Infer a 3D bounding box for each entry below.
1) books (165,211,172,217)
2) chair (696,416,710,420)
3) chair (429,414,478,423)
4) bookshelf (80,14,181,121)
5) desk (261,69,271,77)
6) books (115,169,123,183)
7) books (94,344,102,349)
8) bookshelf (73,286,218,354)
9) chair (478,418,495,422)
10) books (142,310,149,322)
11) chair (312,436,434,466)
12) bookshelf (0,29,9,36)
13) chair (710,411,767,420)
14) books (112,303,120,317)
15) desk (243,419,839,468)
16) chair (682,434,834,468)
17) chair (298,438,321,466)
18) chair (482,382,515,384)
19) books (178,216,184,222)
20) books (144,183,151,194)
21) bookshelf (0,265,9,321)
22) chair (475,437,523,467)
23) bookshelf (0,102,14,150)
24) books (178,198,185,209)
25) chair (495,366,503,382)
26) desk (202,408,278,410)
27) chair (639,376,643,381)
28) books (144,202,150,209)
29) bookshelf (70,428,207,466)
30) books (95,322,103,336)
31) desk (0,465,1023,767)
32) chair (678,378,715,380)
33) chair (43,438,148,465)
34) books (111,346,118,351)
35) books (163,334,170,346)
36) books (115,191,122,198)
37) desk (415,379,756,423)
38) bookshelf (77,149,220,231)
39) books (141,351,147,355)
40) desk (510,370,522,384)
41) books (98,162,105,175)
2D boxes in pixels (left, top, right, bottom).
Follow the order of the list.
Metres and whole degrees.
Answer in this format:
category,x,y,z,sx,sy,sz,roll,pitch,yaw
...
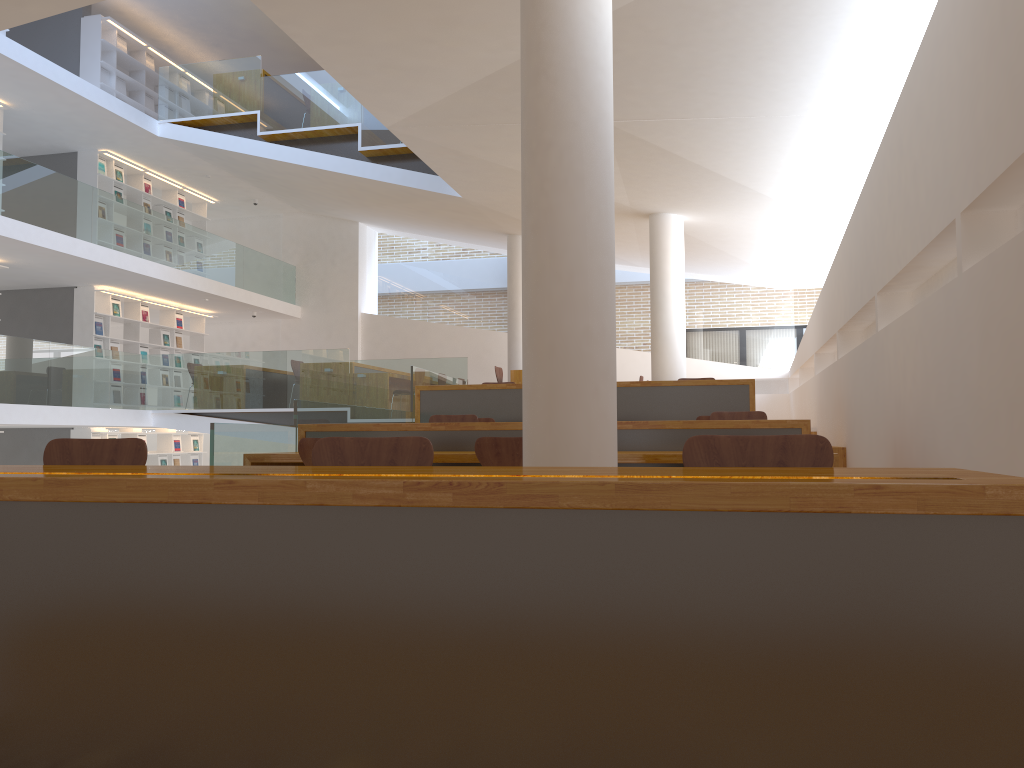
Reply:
category,x,y,z,sx,sy,sz,roll,pitch,yaw
books,-5.701,-2.756,14.730,0.037,0.210,0.145,-1,-4,14
chair,1.747,0.614,7.419,0.428,0.693,0.381,-1,-4,14
chair,-0.480,0.568,6.540,0.428,0.693,0.381,-1,-4,14
bookshelf,-5.817,-4.482,14.535,0.498,1.836,2.984,-1,-4,14
desk,-3.414,-3.931,13.811,0.760,0.606,3.196,-1,-4,14
books,-5.997,-3.158,13.541,0.037,0.210,0.145,-1,-4,14
books,-6.070,-0.469,13.008,0.037,0.210,0.145,-1,-4,14
bookshelf,-5.798,-0.427,14.289,0.498,1.836,2.984,-1,-4,14
chair,-0.293,0.652,7.873,0.428,0.693,0.381,-1,-4,14
books,-5.825,-1.057,14.083,0.037,0.210,0.145,-1,-4,14
chair,-0.459,0.495,2.502,0.428,0.693,0.381,-1,-4,14
bookshelf,-7.015,-4.774,9.624,0.498,1.836,3.666,-1,-4,14
chair,1.542,0.526,6.012,0.428,0.693,0.381,-1,-4,14
books,-5.987,-1.113,13.417,0.037,0.210,0.145,-1,-4,14
desk,0.178,0.622,5.379,3.243,0.785,1.527,-1,-4,14
chair,0.619,0.472,2.202,0.428,0.693,0.381,-1,-4,14
chair,-0.902,0.636,4.792,0.428,0.693,0.381,-1,-4,14
chair,-0.183,0.315,9.311,0.428,0.693,0.381,-1,-4,14
books,-5.619,-2.736,15.070,0.037,0.210,0.145,-1,-4,14
books,-5.835,-3.103,14.207,0.037,0.210,0.145,-1,-4,14
bookshelf,-6.995,-0.719,9.378,0.498,1.836,3.666,-1,-4,14
chair,0.042,0.618,4.563,0.428,0.693,0.381,-1,-4,14
bookshelf,-7.005,-2.762,9.502,0.498,1.836,3.666,-1,-4,14
books,-5.620,-3.050,15.089,0.037,0.210,0.145,-1,-4,14
chair,-0.014,0.114,11.676,0.381,0.693,0.428,-1,-4,14
desk,-3.623,0.141,13.658,0.760,0.606,3.194,-1,-4,14
chair,1.538,0.249,11.654,0.381,0.693,0.428,-1,-4,14
books,-5.832,-2.784,14.180,0.037,0.210,0.145,-1,-4,14
bookshelf,-5.788,1.630,14.164,0.498,1.836,2.984,-1,-4,14
books,-6.070,-0.805,13.035,0.037,0.210,0.145,-1,-4,14
desk,-0.583,0.510,2.092,3.185,0.606,0.760,-1,-4,14
chair,1.827,0.274,8.785,0.428,0.693,0.381,-1,-4,14
chair,-1.403,0.514,2.730,0.428,0.693,0.381,-1,-4,14
books,-5.987,-0.457,13.366,0.037,0.210,0.145,-1,-4,14
books,-5.691,-0.710,14.606,0.037,0.210,0.145,-1,-4,14
books,-5.993,-2.826,13.516,0.037,0.210,0.145,-1,-4,14
desk,0.655,0.502,8.331,3.216,1.022,1.248,-1,-4,14
bookshelf,-5.807,-2.470,14.413,0.498,1.836,2.984,-1,-4,14
books,-5.822,-0.413,14.044,0.037,0.210,0.145,-1,-4,14
desk,0.961,0.283,12.600,1.247,0.762,3.194,-1,-4,14
books,-6.092,-3.186,13.152,0.037,0.210,0.145,-1,-4,14
